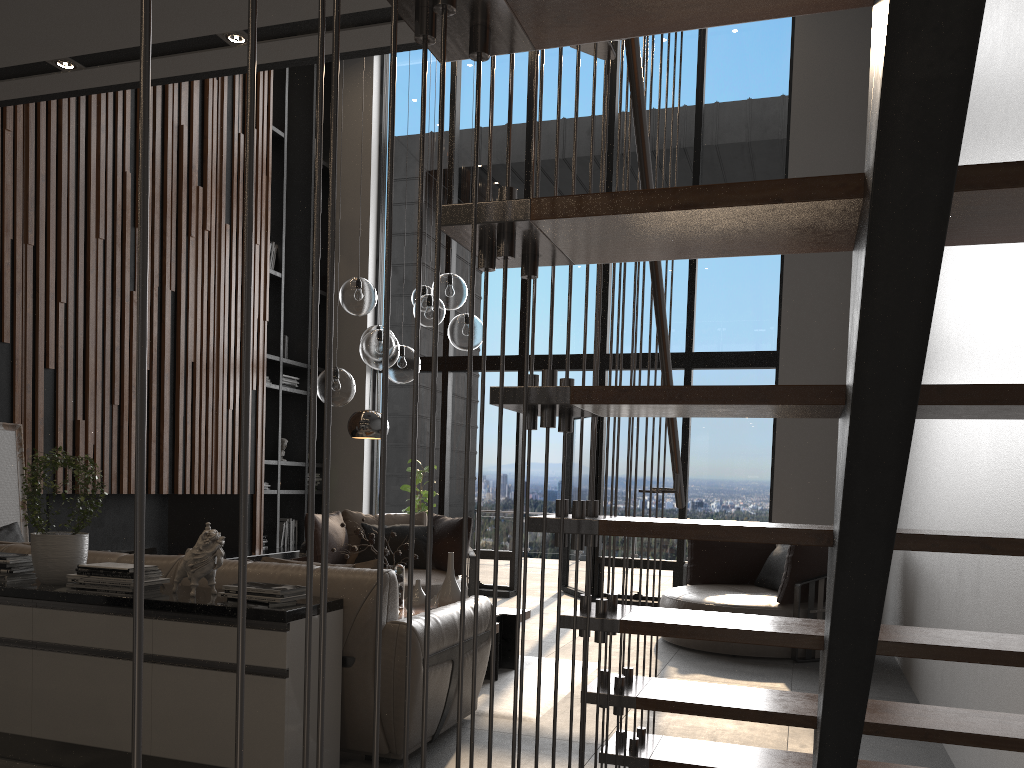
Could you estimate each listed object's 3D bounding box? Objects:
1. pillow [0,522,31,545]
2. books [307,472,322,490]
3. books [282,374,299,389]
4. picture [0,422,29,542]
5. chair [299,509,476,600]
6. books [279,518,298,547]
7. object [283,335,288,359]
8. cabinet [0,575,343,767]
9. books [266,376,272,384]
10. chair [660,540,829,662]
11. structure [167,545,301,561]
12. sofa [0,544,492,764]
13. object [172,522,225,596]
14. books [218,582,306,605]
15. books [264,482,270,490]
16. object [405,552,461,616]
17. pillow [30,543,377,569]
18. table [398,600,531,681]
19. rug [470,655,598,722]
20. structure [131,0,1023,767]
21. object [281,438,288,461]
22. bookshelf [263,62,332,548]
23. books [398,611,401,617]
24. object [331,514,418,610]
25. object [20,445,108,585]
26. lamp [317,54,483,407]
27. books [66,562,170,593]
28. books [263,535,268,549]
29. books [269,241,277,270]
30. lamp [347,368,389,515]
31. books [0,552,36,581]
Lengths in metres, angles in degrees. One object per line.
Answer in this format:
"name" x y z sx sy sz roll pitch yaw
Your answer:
"pillow" -2.695 1.039 4.712 0.764 0.548 1.383 5 -6 -41
"books" -2.254 1.052 9.477 0.217 0.190 0.375 1 -5 19
"books" -2.360 -0.014 8.991 0.218 0.128 0.324 0 -5 18
"picture" -3.250 0.716 5.292 0.101 1.001 0.730 3 0 19
"chair" -1.062 1.548 7.482 1.450 0.901 1.479 6 -6 -45
"books" -2.393 1.542 9.119 0.174 0.288 0.334 2 -2 19
"object" -2.356 -0.360 8.969 0.104 0.260 0.103 2 1 -2
"cabinet" -3.332 -0.447 1.033 3.615 3.246 6.231 1 -5 19
"books" -2.524 -0.044 8.533 0.326 0.072 0.176 0 -6 18
"chair" 1.898 1.564 6.785 1.441 0.901 1.488 -1 -5 35
"structure" -3.092 1.602 6.616 0.666 0.458 6.565 1 -7 19
"sofa" -1.624 1.254 4.759 3.239 0.820 1.885 0 -5 18
"object" -1.226 0.683 3.421 0.206 0.291 0.136 2 1 38
"books" -0.938 0.793 3.323 0.293 0.054 0.184 -1 -6 23
"books" -2.540 0.992 8.560 0.218 0.078 0.324 0 -6 18
"object" -0.451 1.211 5.283 0.315 0.399 0.320 1 -1 38
"pillow" -1.413 1.012 4.175 1.938 0.501 0.544 0 -3 18
"table" -0.713 1.607 5.545 1.451 0.355 0.902 0 -6 18
"rug" -0.729 1.765 5.422 2.295 0.020 1.616 0 -7 18
"structure" 0.458 -1.670 0.847 1.176 6.069 3.597 3 0 19
"object" -2.389 0.677 9.013 0.138 0.245 0.136 2 1 -31
"bookshelf" -2.344 -0.988 8.929 0.337 5.334 1.454 3 2 19
"books" -0.851 1.383 5.325 0.343 0.039 0.232 2 -6 -4
"object" -0.879 1.132 5.578 0.543 0.605 0.316 2 1 -11
"object" -1.868 0.541 3.621 0.385 0.578 0.215 2 2 -1
"lamp" -0.616 -2.330 5.370 1.229 5.015 1.226 2 2 16
"books" -1.583 0.778 3.519 0.347 0.100 0.195 0 -5 18
"books" -2.582 1.552 8.594 0.219 0.127 0.340 1 -6 18
"books" -2.458 -1.256 8.488 0.185 0.300 0.368 2 -3 19
"lamp" -1.203 0.849 7.665 0.320 2.339 2.034 2 -1 -5
"books" -2.201 0.777 3.728 0.325 0.099 0.205 0 -5 18
